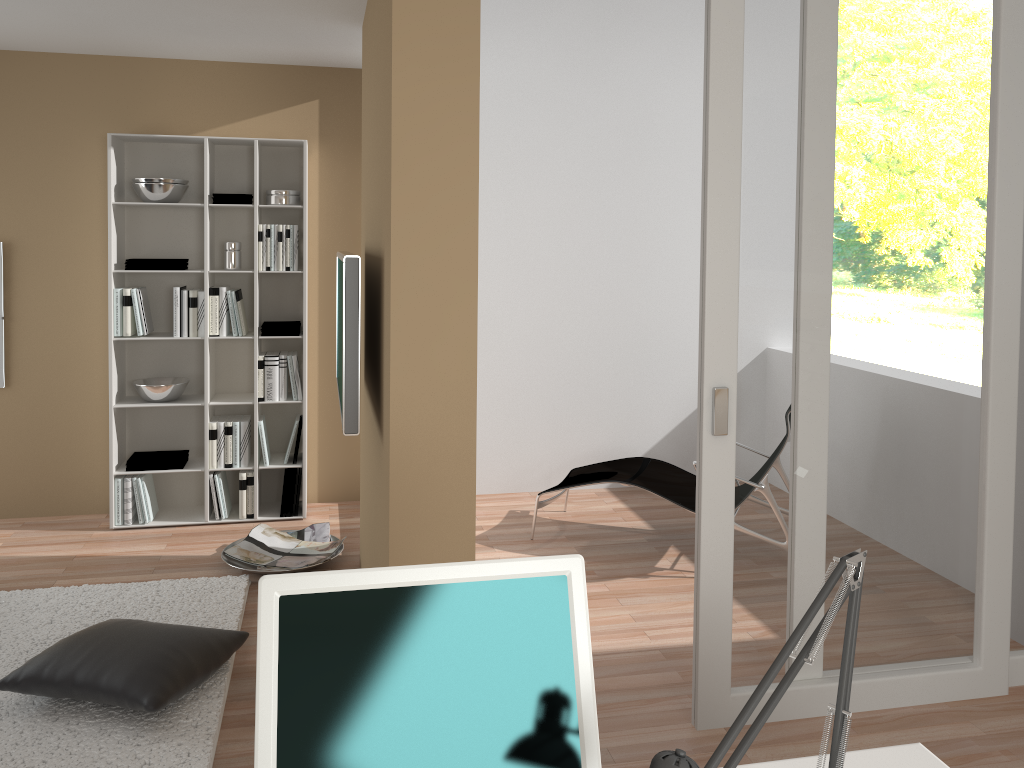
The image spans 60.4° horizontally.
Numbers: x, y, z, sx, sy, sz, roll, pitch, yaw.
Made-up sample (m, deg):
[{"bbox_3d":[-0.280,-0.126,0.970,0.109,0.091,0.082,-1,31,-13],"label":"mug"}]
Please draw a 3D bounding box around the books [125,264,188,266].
[{"bbox_3d":[-1.976,-0.667,4.909,0.297,0.006,0.212,-1,9,-12],"label":"books"}]

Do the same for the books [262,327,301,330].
[{"bbox_3d":[-1.329,-0.332,5.089,0.210,0.008,0.301,-1,9,-12],"label":"books"}]

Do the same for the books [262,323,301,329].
[{"bbox_3d":[-1.329,-0.337,5.089,0.210,0.008,0.301,-1,9,-12],"label":"books"}]

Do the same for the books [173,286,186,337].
[{"bbox_3d":[-1.861,-0.410,4.932,0.040,0.274,0.209,0,5,-12],"label":"books"}]

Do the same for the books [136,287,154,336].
[{"bbox_3d":[-2.042,-0.407,4.898,0.058,0.256,0.209,0,5,-12],"label":"books"}]

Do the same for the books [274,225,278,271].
[{"bbox_3d":[-1.342,-0.778,5.025,0.020,0.257,0.209,0,5,-12],"label":"books"}]

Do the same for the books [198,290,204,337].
[{"bbox_3d":[-1.739,-0.401,4.960,0.040,0.250,0.209,0,5,-12],"label":"books"}]

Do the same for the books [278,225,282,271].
[{"bbox_3d":[-1.319,-0.778,5.024,0.020,0.257,0.209,0,5,-12],"label":"books"}]

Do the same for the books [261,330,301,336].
[{"bbox_3d":[-1.333,-0.299,5.090,0.210,0.006,0.301,-1,9,-12],"label":"books"}]

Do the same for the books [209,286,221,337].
[{"bbox_3d":[-1.675,-0.414,4.983,0.053,0.271,0.209,0,5,-12],"label":"books"}]

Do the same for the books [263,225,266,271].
[{"bbox_3d":[-1.404,-0.777,5.013,0.020,0.257,0.209,0,5,-12],"label":"books"}]

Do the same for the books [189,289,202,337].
[{"bbox_3d":[-1.778,-0.402,4.945,0.040,0.257,0.209,0,5,-12],"label":"books"}]

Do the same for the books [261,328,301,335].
[{"bbox_3d":[-1.333,-0.304,5.090,0.210,0.006,0.301,-1,9,-12],"label":"books"}]

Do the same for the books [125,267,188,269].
[{"bbox_3d":[-1.978,-0.651,4.910,0.297,0.006,0.212,-1,9,-12],"label":"books"}]

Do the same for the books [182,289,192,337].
[{"bbox_3d":[-1.820,-0.402,4.941,0.040,0.257,0.209,0,5,-12],"label":"books"}]

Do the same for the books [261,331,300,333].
[{"bbox_3d":[-1.333,-0.315,5.088,0.210,0.006,0.301,-1,9,-12],"label":"books"}]

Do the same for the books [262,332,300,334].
[{"bbox_3d":[-1.333,-0.311,5.092,0.210,0.006,0.300,-2,9,-14],"label":"books"}]

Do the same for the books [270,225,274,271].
[{"bbox_3d":[-1.363,-0.778,5.020,0.020,0.257,0.209,0,5,-12],"label":"books"}]

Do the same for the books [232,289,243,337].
[{"bbox_3d":[-1.555,-0.406,5.003,0.058,0.256,0.209,0,5,-12],"label":"books"}]

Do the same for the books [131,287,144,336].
[{"bbox_3d":[-2.063,-0.405,4.882,0.060,0.258,0.209,0,5,-12],"label":"books"}]

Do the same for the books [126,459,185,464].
[{"bbox_3d":[-1.990,0.413,4.952,0.297,0.008,0.213,-1,9,-12],"label":"books"}]

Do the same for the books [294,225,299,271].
[{"bbox_3d":[-1.238,-0.781,5.048,0.020,0.257,0.209,0,5,-12],"label":"books"}]

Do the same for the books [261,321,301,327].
[{"bbox_3d":[-1.331,-0.347,5.084,0.210,0.006,0.301,-1,9,-12],"label":"books"}]

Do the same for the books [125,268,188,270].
[{"bbox_3d":[-1.978,-0.645,4.910,0.297,0.006,0.212,-1,9,-12],"label":"books"}]

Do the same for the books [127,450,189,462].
[{"bbox_3d":[-1.985,0.403,4.949,0.297,0.006,0.212,-1,9,-12],"label":"books"}]

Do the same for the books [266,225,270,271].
[{"bbox_3d":[-1.383,-0.777,5.015,0.020,0.257,0.209,0,5,-12],"label":"books"}]

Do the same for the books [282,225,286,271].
[{"bbox_3d":[-1.300,-0.779,5.035,0.020,0.257,0.209,0,5,-12],"label":"books"}]

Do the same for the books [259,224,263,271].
[{"bbox_3d":[-1.424,-0.775,5.001,0.020,0.257,0.209,0,5,-12],"label":"books"}]

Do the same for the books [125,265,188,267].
[{"bbox_3d":[-1.977,-0.662,4.910,0.297,0.006,0.212,-1,9,-12],"label":"books"}]

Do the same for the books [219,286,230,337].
[{"bbox_3d":[-1.630,-0.416,4.994,0.040,0.274,0.209,0,5,-12],"label":"books"}]

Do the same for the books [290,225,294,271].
[{"bbox_3d":[-1.259,-0.780,5.043,0.020,0.257,0.209,0,5,-12],"label":"books"}]

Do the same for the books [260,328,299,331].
[{"bbox_3d":[-1.334,-0.327,5.089,0.210,0.006,0.301,-1,9,-11],"label":"books"}]

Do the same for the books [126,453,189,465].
[{"bbox_3d":[-1.990,0.418,4.952,0.297,0.008,0.213,-1,9,-12],"label":"books"}]

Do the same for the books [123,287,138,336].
[{"bbox_3d":[-2.110,-0.403,4.869,0.040,0.257,0.209,0,5,-12],"label":"books"}]

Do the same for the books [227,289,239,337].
[{"bbox_3d":[-1.581,-0.408,5.001,0.060,0.258,0.209,0,5,-12],"label":"books"}]

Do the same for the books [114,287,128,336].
[{"bbox_3d":[-2.157,-0.403,4.864,0.040,0.257,0.209,0,5,-12],"label":"books"}]

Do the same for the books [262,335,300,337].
[{"bbox_3d":[-1.334,-0.294,5.091,0.210,0.007,0.301,-1,9,-12],"label":"books"}]

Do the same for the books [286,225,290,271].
[{"bbox_3d":[-1.279,-0.780,5.037,0.020,0.257,0.209,0,5,-12],"label":"books"}]

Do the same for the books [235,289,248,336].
[{"bbox_3d":[-1.542,-0.411,5.022,0.058,0.256,0.209,0,5,-12],"label":"books"}]

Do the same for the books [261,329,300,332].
[{"bbox_3d":[-1.332,-0.321,5.088,0.210,0.006,0.301,-1,9,-12],"label":"books"}]

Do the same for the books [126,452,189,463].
[{"bbox_3d":[-1.986,0.408,4.948,0.297,0.007,0.212,-1,9,-12],"label":"books"}]
